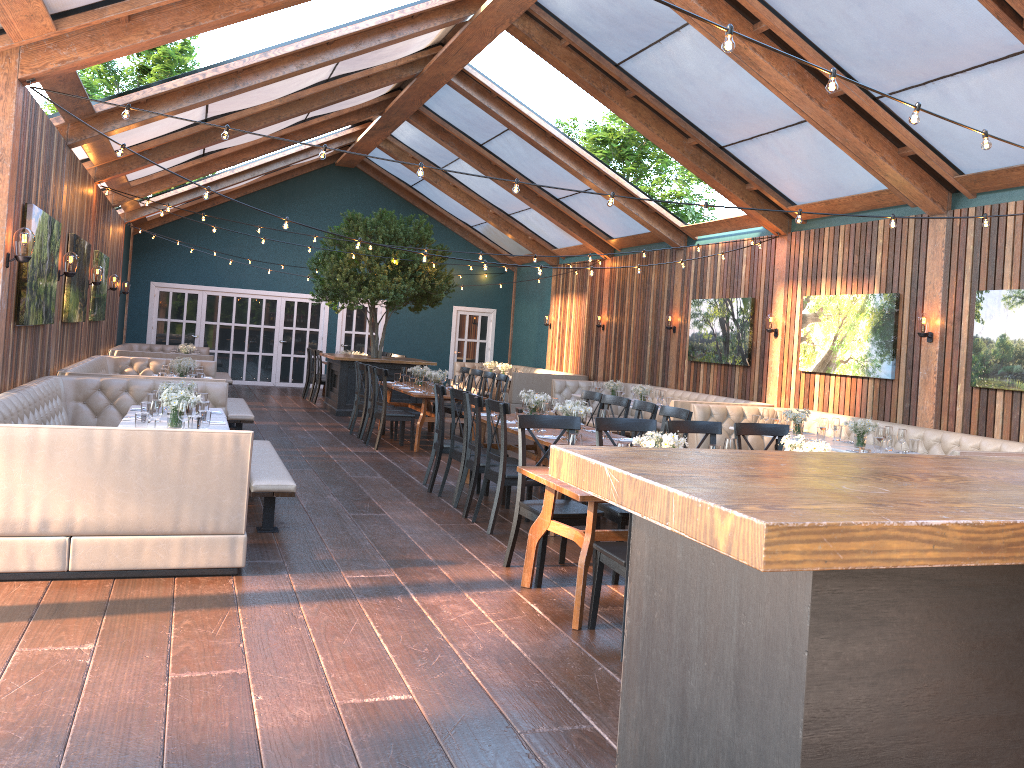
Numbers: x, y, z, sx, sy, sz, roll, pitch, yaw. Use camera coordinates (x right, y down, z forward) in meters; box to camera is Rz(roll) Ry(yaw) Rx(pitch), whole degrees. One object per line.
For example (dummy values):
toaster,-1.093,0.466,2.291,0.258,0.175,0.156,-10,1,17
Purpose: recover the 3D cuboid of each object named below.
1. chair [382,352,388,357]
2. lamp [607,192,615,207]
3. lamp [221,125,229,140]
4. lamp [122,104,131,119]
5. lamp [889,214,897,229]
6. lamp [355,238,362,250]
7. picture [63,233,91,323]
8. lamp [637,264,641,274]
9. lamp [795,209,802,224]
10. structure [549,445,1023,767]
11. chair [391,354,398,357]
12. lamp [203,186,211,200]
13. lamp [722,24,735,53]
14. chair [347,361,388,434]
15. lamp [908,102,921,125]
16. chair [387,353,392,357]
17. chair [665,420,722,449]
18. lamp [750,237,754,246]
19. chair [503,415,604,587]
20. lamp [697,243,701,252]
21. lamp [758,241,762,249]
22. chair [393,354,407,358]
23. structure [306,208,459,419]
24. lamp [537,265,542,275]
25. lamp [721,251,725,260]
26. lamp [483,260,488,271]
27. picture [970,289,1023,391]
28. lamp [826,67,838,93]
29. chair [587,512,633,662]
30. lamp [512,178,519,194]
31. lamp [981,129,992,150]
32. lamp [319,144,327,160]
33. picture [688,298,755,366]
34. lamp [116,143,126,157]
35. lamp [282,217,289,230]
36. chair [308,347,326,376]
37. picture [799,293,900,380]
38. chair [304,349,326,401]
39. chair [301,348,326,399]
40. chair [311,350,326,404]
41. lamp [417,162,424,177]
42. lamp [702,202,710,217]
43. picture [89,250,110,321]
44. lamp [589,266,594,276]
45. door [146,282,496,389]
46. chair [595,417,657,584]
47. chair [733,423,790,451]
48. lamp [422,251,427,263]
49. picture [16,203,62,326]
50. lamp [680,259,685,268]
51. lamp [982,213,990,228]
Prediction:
chair,-2.982,-0.197,19.152,0.538,1.021,0.478,4,0,-25
lamp,0.780,-1.460,7.003,0.057,0.120,0.056,4,0,-26
lamp,-2.218,-1.945,6.842,0.056,0.114,0.075,4,0,-22
lamp,-2.959,-2.089,6.783,0.064,0.118,0.056,4,0,44
lamp,3.062,-1.308,7.108,0.056,0.121,0.056,4,0,14
lamp,-1.495,-1.364,8.590,0.056,0.120,0.056,4,0,30
picture,-5.179,-1.234,10.568,0.065,0.998,1.654,4,2,-20
lamp,1.561,-1.412,10.862,0.056,0.121,0.056,4,0,8
lamp,2.300,-1.341,7.086,0.056,0.119,0.059,4,0,-40
structure,3.384,0.975,2.887,6.791,1.276,0.858,3,1,-20
chair,-2.602,-0.115,18.099,0.539,1.021,0.478,4,0,-20
lamp,-2.644,-1.655,7.655,0.056,0.119,0.059,4,0,11
lamp,0.914,-1.457,3.731,0.056,0.121,0.056,4,0,-1
chair,-2.093,0.191,12.973,0.539,1.021,0.478,4,0,-15
lamp,2.116,-1.422,4.653,0.056,0.120,0.056,4,0,-14
chair,-2.792,-0.156,18.626,0.539,1.021,0.478,4,0,-15
chair,1.342,0.789,6.155,0.476,1.021,0.540,4,0,-25
lamp,3.357,-1.986,12.353,0.056,0.121,0.056,4,0,2
chair,0.290,0.736,5.774,0.476,1.021,0.540,4,0,-25
lamp,2.608,-1.901,12.347,0.056,0.120,0.056,4,0,23
lamp,3.406,-1.906,12.141,0.062,0.119,0.056,4,0,-37
chair,-2.424,-0.074,17.549,0.538,1.021,0.478,4,0,-37
structure,-2.361,-1.323,15.889,2.712,3.699,2.854,4,1,-11
lamp,0.316,-1.286,9.981,0.056,0.120,0.056,4,0,-1
lamp,2.798,-1.700,11.721,0.060,0.119,0.056,4,0,3
lamp,-0.282,-1.276,9.514,0.056,0.120,0.056,4,0,-14
picture,5.073,-0.409,8.388,0.065,0.998,1.654,4,2,-20
lamp,1.518,-1.438,4.190,0.056,0.121,0.056,4,0,6
chair,0.719,0.829,4.588,0.477,1.021,0.540,4,0,-15
lamp,0.031,-1.558,6.961,0.056,0.121,0.056,4,0,-5
lamp,2.738,-1.408,5.102,0.056,0.120,0.056,4,0,26
lamp,-1.468,-1.806,6.893,0.075,0.114,0.056,4,0,26
picture,3.181,-0.815,13.588,0.065,0.998,1.654,4,2,-20
lamp,-3.180,-1.905,7.193,0.068,0.117,0.056,4,0,-13
lamp,-2.074,-1.477,8.117,0.056,0.120,0.056,4,0,-23
chair,-4.126,-0.254,18.738,0.539,1.021,0.478,4,0,-14
picture,4.135,-0.610,10.966,0.065,0.998,1.654,4,2,-20
chair,-3.806,-0.175,17.663,0.538,1.021,0.478,4,0,-25
chair,-4.010,-0.217,18.184,0.539,1.021,0.478,4,0,-15
chair,-3.570,-0.132,17.152,0.539,1.021,0.478,4,0,-20
lamp,-0.714,-1.674,6.908,0.056,0.121,0.056,4,0,-44
lamp,1.546,-1.389,7.041,0.056,0.121,0.056,4,0,38
picture,-6.117,-1.435,13.145,0.065,0.998,1.654,4,2,-20
lamp,0.941,-1.329,10.420,0.056,0.121,0.056,4,0,-33
door,-4.326,-0.993,21.166,8.160,2.212,0.174,3,0,-20
chair,0.816,0.763,5.964,0.476,1.021,0.540,4,0,-20
chair,1.867,0.815,6.345,0.476,1.021,0.540,4,0,-20
lamp,-0.894,-1.300,9.057,0.056,0.121,0.056,4,0,-21
picture,-4.225,-1.029,7.945,0.065,0.998,1.654,4,2,-20
lamp,2.180,-1.536,11.297,0.071,0.116,0.056,4,0,2
lamp,3.825,-1.318,7.138,0.056,0.121,0.056,4,0,-4
